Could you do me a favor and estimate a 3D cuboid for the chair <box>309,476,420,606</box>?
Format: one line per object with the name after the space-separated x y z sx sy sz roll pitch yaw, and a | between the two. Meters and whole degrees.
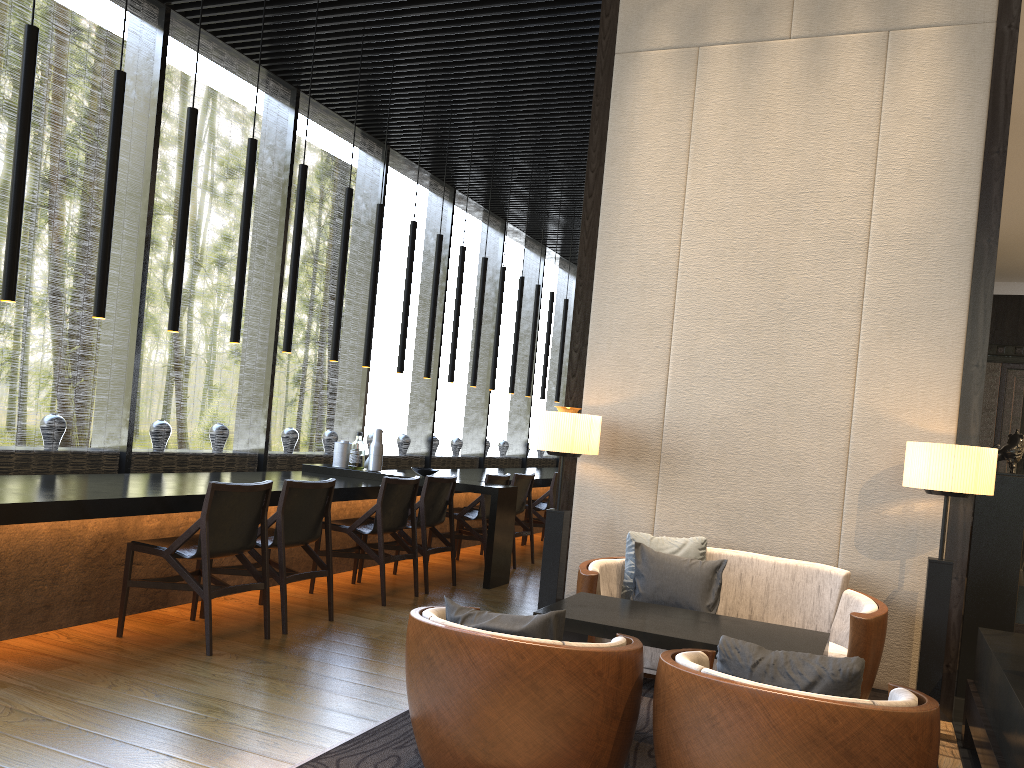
-0.947 1.015 5.981 0.562 0.827 0.527 5 0 23 | chair

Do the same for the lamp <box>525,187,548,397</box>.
0.290 -1.060 9.939 0.060 2.421 0.060 5 1 18 | lamp

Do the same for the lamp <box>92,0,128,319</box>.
-2.008 -1.541 4.528 0.060 2.421 0.060 5 1 18 | lamp

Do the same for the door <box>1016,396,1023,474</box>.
8.976 1.429 14.497 1.284 2.698 0.052 5 0 23 | door

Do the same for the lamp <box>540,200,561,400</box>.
0.467 -1.022 10.357 0.060 2.421 0.060 6 1 28 | lamp

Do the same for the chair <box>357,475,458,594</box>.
-0.723 1.062 6.510 0.562 0.827 0.527 5 0 23 | chair

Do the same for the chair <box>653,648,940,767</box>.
0.775 1.113 2.544 0.802 0.604 0.607 5 -1 23 | chair

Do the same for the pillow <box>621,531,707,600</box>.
0.778 0.966 4.523 0.433 0.400 0.201 5 0 1 | pillow

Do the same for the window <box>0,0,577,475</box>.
1.084 -0.786 0.421 12.031 4.227 31.964 4 -3 23 | window

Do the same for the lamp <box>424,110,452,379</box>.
-0.635 -1.254 7.761 0.060 2.421 0.060 5 1 18 | lamp

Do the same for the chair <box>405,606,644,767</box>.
-0.009 1.058 2.879 0.802 0.604 0.607 5 -1 23 | chair

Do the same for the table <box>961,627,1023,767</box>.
1.936 1.277 2.941 0.619 0.513 1.965 5 -3 23 | table

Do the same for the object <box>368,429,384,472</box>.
-1.101 0.536 7.194 0.113 0.344 0.113 5 0 19 | object

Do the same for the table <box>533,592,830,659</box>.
0.647 1.186 3.447 1.040 0.517 0.577 4 -2 23 | table

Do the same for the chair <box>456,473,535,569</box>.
-0.102 1.192 7.972 0.562 0.827 0.527 5 0 23 | chair

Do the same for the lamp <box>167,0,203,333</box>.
-1.807 -1.499 5.000 0.060 2.421 0.060 5 1 18 | lamp

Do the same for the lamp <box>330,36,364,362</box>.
-1.190 -1.370 6.455 0.060 2.421 0.060 5 1 18 | lamp

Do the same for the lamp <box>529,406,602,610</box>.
0.238 0.799 4.771 0.374 1.351 0.375 5 0 13 | lamp

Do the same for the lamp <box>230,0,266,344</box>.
-1.607 -1.457 5.473 0.060 2.421 0.060 5 1 18 | lamp

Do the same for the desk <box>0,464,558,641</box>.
-2.794 0.706 2.586 1.776 0.759 28.805 4 -3 23 | desk

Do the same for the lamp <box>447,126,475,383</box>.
-0.457 -1.216 8.181 0.060 2.421 0.060 5 1 18 | lamp

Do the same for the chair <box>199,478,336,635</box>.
-1.343 0.932 5.049 0.562 0.827 0.527 5 0 23 | chair

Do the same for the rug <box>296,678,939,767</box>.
0.593 1.443 3.510 2.037 0.008 2.247 4 -3 23 | rug

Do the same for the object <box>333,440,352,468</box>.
-1.393 0.578 7.326 0.168 0.219 0.169 5 -1 19 | object

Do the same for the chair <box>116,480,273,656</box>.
-1.568 0.885 4.520 0.562 0.827 0.527 5 0 23 | chair

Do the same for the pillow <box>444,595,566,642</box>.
-0.039 0.836 2.768 0.440 0.338 0.205 4 -1 30 | pillow

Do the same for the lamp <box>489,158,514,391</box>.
-0.093 -1.140 9.037 0.060 2.421 0.060 5 1 18 | lamp

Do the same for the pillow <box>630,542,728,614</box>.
0.808 0.980 4.341 0.471 0.361 0.219 5 -1 20 | pillow

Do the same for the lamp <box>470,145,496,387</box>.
-0.267 -1.176 8.627 0.060 2.421 0.060 5 1 18 | lamp

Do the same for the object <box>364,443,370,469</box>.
-1.150 0.602 7.348 0.135 0.217 0.136 5 0 10 | object

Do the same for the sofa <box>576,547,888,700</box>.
1.027 1.179 4.304 1.446 0.693 0.604 4 -1 23 | sofa

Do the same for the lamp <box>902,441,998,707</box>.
1.943 0.936 4.042 0.375 1.319 0.374 5 0 -23 | lamp

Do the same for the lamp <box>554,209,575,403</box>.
0.660 -0.982 10.812 0.060 2.421 0.060 5 1 18 | lamp

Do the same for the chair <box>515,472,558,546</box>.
0.294 1.275 8.904 0.562 0.827 0.527 5 0 23 | chair

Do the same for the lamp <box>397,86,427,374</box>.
-0.817 -1.292 7.333 0.060 2.421 0.060 5 1 18 | lamp

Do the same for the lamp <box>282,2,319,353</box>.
-1.405 -1.415 5.948 0.060 2.421 0.060 5 1 18 | lamp

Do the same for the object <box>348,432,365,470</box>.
-1.256 0.542 7.212 0.129 0.305 0.129 5 0 9 | object

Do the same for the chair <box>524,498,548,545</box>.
0.518 1.322 9.433 0.562 0.827 0.527 5 0 23 | chair

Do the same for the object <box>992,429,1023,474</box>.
2.656 0.359 4.749 0.176 0.246 0.116 5 0 23 | object

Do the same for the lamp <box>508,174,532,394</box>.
0.103 -1.099 9.499 0.060 2.421 0.060 6 1 28 | lamp

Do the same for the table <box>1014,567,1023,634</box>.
3.446 1.594 6.499 0.619 0.513 1.965 5 -3 23 | table

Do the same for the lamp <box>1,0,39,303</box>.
-2.206 -1.583 4.061 0.060 2.421 0.060 5 1 18 | lamp

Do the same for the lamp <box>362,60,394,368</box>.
-1.021 -1.334 6.852 0.060 2.421 0.060 5 1 18 | lamp

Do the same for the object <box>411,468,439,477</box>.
-0.692 0.709 7.034 0.227 0.067 0.228 4 -3 26 | object

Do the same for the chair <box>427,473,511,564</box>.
-0.327 1.145 7.443 0.562 0.827 0.527 5 0 23 | chair

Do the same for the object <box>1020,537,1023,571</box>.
3.673 1.110 6.491 0.310 0.493 0.312 5 -1 42 | object

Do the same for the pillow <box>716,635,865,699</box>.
0.748 0.888 2.433 0.398 0.362 0.222 5 -1 24 | pillow

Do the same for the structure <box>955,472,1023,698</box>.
2.572 1.082 4.766 0.240 1.218 0.240 5 0 23 | structure
